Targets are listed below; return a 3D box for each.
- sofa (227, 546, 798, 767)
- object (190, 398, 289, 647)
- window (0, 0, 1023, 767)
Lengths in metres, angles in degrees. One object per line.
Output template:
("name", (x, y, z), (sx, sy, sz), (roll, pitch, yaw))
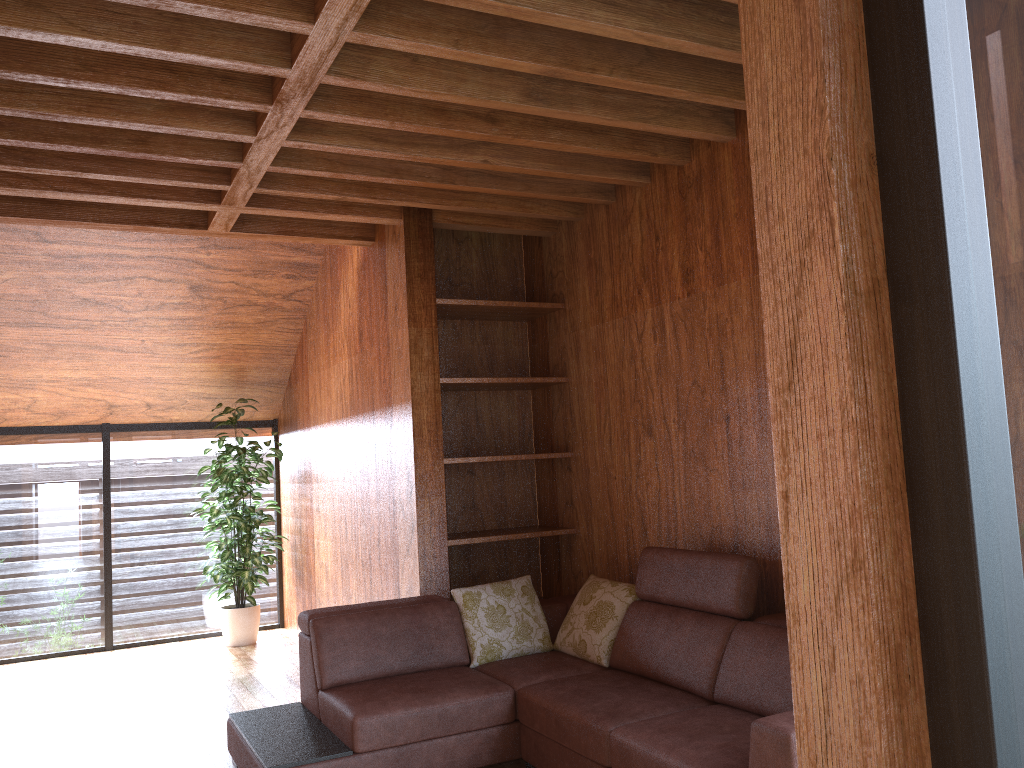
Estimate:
("sofa", (0.150, 0.990, 2.852), (1.711, 0.759, 2.489), (-1, -6, -27))
("object", (-1.874, 0.934, 6.122), (0.641, 1.689, 0.675), (-1, -5, -19))
("window", (0.175, -1.044, 0.159), (4.131, 5.129, 13.881), (-1, -6, -27))
